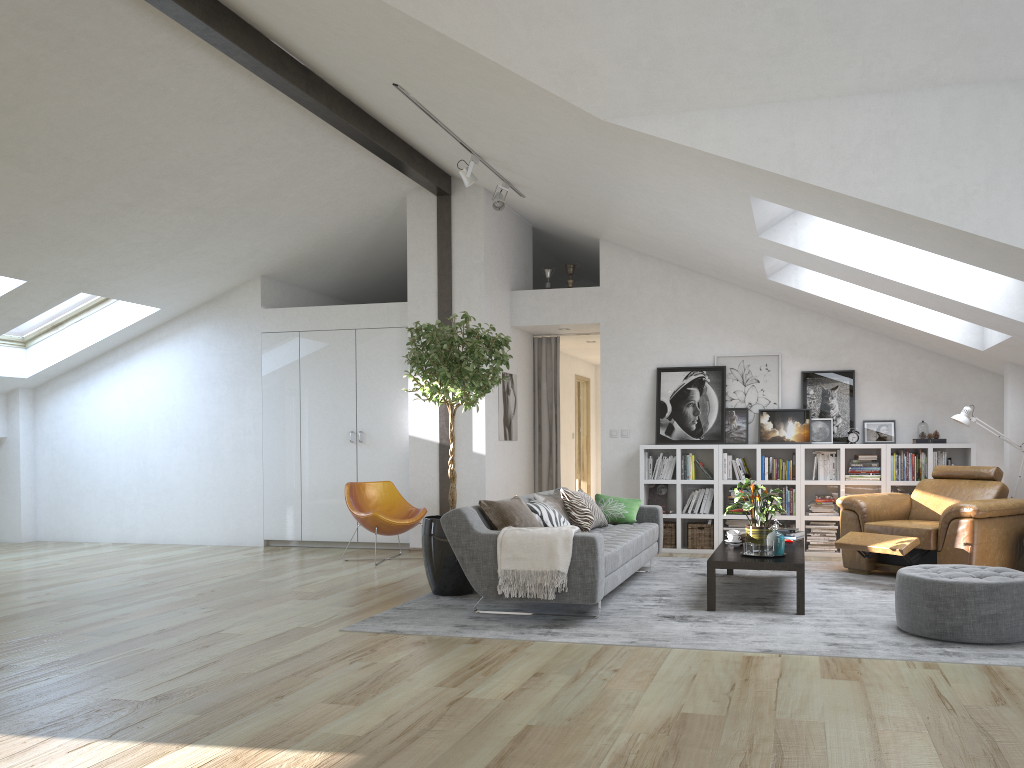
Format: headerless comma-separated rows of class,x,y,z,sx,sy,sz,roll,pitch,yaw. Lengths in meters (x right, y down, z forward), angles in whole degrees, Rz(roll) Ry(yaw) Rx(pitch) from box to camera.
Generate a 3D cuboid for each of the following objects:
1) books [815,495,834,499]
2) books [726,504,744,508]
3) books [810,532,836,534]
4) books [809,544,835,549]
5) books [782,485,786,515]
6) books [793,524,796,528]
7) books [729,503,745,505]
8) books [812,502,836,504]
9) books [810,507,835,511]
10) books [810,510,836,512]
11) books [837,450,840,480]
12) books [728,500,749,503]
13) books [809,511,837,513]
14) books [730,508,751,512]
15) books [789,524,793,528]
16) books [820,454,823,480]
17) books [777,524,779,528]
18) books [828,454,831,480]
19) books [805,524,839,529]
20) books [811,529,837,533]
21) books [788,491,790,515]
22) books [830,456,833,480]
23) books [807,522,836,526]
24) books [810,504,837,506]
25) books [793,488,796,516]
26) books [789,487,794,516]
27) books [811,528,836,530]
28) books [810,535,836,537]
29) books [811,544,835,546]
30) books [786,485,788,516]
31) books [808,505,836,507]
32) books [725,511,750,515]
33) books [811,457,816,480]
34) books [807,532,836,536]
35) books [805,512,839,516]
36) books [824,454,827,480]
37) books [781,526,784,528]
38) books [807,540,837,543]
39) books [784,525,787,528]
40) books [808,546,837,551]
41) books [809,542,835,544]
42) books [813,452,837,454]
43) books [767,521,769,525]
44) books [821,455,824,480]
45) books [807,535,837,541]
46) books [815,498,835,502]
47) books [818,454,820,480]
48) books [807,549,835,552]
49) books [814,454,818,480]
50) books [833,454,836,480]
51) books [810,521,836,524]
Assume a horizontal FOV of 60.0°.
books,2.947,1.066,8.377,0.156,0.027,0.116,-1,-4,11
books,2.207,1.177,8.567,0.242,0.024,0.155,-2,-4,26
books,2.945,1.400,8.380,0.221,0.013,0.147,-2,-4,26
books,2.929,1.529,8.374,0.237,0.021,0.158,-2,-4,21
books,2.597,1.109,8.468,0.034,0.277,0.196,0,0,18
books,2.691,1.460,8.464,0.028,0.251,0.163,0,0,18
books,2.208,1.153,8.565,0.216,0.022,0.154,-1,-4,11
books,2.943,1.121,8.375,0.185,0.021,0.134,0,-4,1
books,2.929,1.179,8.384,0.217,0.018,0.145,-2,-4,22
books,2.928,1.192,8.365,0.213,0.013,0.137,-1,-4,7
books,3.082,0.763,8.365,0.023,0.287,0.156,0,0,23
books,2.241,1.135,8.608,0.264,0.021,0.190,-1,-4,16
books,2.934,1.207,8.378,0.239,0.012,0.136,-1,-4,7
books,2.201,1.206,8.570,0.225,0.038,0.164,-2,-4,21
books,2.663,1.463,8.469,0.028,0.247,0.174,0,0,18
books,2.932,0.785,8.416,0.015,0.251,0.162,0,0,23
books,2.533,1.462,8.496,0.039,0.251,0.178,0,0,18
books,3.010,0.784,8.405,0.015,0.251,0.162,0,0,23
books,2.925,1.344,8.370,0.287,0.025,0.160,-2,-4,21
books,2.940,1.382,8.369,0.230,0.018,0.152,-1,-4,16
books,2.633,1.134,8.443,0.019,0.248,0.192,0,-1,18
books,3.020,0.794,8.388,0.016,0.228,0.149,0,0,23
books,2.922,1.323,8.379,0.247,0.012,0.145,-2,-4,26
books,2.938,1.137,8.379,0.210,0.013,0.140,-3,-4,32
books,2.686,1.120,8.437,0.024,0.249,0.183,0,-1,18
books,2.660,1.116,8.443,0.036,0.259,0.162,0,0,19
books,2.938,1.366,8.370,0.222,0.013,0.145,-1,-4,16
books,2.934,1.428,8.378,0.223,0.012,0.145,-1,-4,11
books,2.939,1.508,8.373,0.222,0.013,0.145,-1,-4,16
books,2.616,1.104,8.449,0.019,0.285,0.185,0,0,18
books,2.933,1.151,8.398,0.234,0.012,0.138,-2,-4,27
books,2.212,1.240,8.578,0.250,0.033,0.193,-3,-4,31
books,2.861,0.800,8.410,0.033,0.225,0.148,0,0,13
books,2.922,1.413,8.372,0.248,0.012,0.145,-2,-4,21
books,2.925,1.227,8.376,0.279,0.025,0.149,0,-4,2
books,2.976,0.785,8.416,0.026,0.251,0.160,0,0,23
books,2.584,1.475,8.478,0.023,0.223,0.164,0,-1,18
books,2.920,1.474,8.357,0.249,0.016,0.167,-2,-4,26
books,2.614,1.462,8.486,0.030,0.254,0.186,0,-1,18
books,2.928,1.550,8.370,0.252,0.016,0.165,-1,-4,16
books,2.931,1.492,8.357,0.253,0.016,0.164,-1,-4,11
books,2.970,0.651,8.405,0.208,0.018,0.140,-2,-4,27
books,2.460,1.449,8.534,0.035,0.285,0.202,0,0,18
books,2.949,0.791,8.410,0.020,0.237,0.155,0,0,23
books,2.925,1.451,8.372,0.257,0.028,0.164,-2,-4,21
books,2.952,1.096,8.377,0.174,0.035,0.124,-1,-3,11
books,2.914,0.785,8.412,0.015,0.251,0.162,0,0,23
books,2.923,1.569,8.386,0.251,0.016,0.166,-2,-4,21
books,2.873,0.787,8.404,0.035,0.252,0.147,0,0,13
books,3.044,0.783,8.378,0.011,0.248,0.142,0,0,23
books,2.938,1.307,8.375,0.221,0.012,0.146,-2,-4,21
